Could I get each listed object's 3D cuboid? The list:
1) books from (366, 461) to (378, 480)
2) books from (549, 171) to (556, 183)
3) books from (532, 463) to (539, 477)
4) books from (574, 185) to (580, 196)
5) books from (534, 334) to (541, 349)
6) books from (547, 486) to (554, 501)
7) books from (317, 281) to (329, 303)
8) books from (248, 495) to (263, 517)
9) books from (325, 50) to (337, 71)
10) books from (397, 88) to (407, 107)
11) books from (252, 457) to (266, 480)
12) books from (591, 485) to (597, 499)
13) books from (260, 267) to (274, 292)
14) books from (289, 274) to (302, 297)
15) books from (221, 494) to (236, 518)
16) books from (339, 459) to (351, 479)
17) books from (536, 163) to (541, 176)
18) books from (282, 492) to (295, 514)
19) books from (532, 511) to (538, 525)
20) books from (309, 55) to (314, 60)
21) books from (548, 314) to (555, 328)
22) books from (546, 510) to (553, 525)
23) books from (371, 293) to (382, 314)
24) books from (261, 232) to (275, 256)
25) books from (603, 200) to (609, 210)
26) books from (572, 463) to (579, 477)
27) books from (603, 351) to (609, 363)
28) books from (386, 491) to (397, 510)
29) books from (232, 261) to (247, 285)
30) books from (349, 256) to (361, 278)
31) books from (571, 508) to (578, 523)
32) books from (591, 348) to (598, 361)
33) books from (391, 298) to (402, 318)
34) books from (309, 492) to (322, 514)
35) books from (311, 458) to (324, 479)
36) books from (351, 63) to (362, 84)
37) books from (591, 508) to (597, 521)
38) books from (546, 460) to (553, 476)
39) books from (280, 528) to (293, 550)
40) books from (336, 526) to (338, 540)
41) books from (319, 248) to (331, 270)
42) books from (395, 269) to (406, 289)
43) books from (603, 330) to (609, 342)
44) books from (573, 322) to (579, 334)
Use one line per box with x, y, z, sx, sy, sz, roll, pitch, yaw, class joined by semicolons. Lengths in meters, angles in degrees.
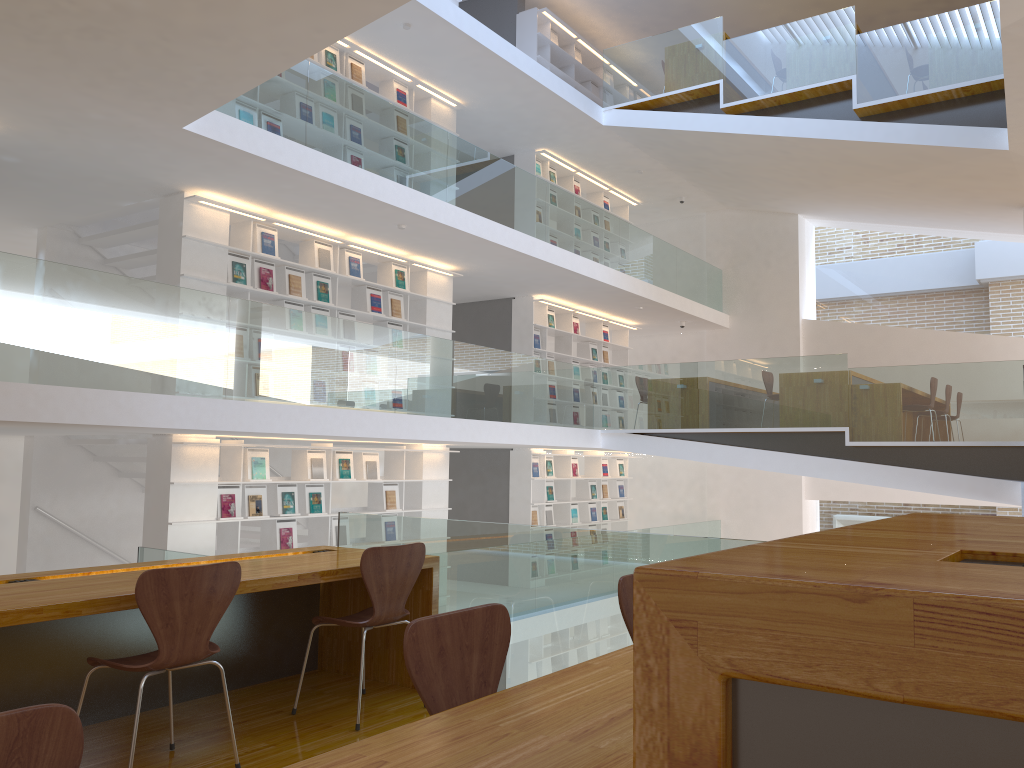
-1.458;0.908;9.223;0.037;0.210;0.145;-3;-6;34;books
0.579;-2.906;12.582;0.037;0.210;0.145;-3;-6;34;books
0.317;1.161;11.914;0.037;0.210;0.145;-3;-6;34;books
0.968;-2.834;13.145;0.037;0.210;0.145;-3;-6;34;books
0.337;-0.567;12.062;0.037;0.210;0.145;-3;-6;34;books
0.527;1.512;12.198;0.037;0.210;0.145;-3;-6;34;books
-1.864;-0.904;8.753;0.037;0.210;0.145;-3;-6;34;books
-2.309;1.108;7.986;0.037;0.210;0.145;-3;-6;34;books
-1.830;-3.256;8.969;0.037;0.210;0.145;-3;-6;34;books
-1.224;-3.161;9.848;0.037;0.210;0.145;-3;-6;34;books
-2.289;0.768;8.017;0.037;0.210;0.145;-3;-6;34;books
1.220;1.610;13.210;0.037;0.210;0.145;-3;-6;34;books
-2.263;-0.963;8.178;0.037;0.210;0.145;-3;-6;34;books
-2.067;-0.933;8.463;0.037;0.210;0.145;-3;-6;34;books
-2.474;1.067;7.731;0.037;0.210;0.145;-3;-6;34;books
-1.677;0.856;8.906;0.037;0.210;0.145;-3;-6;34;books
0.353;-2.943;12.253;0.037;0.210;0.145;-3;-6;34;books
-2.089;1.116;8.293;0.037;0.210;0.145;-3;-6;34;books
0.295;1.800;11.845;0.037;0.210;0.145;-3;-6;34;books
-2.008;-3.289;8.711;0.037;0.210;0.145;-3;-6;34;books
0.550;-0.865;12.399;0.037;0.210;0.145;-3;-6;34;books
0.514;1.841;12.156;0.037;0.210;0.145;-3;-6;34;books
-1.437;-0.844;9.379;0.037;0.210;0.145;-3;-6;34;books
-2.255;-1.292;8.207;0.037;0.210;0.145;-3;-6;34;books
1.481;-2.760;13.891;0.037;0.210;0.145;-3;-6;34;books
0.909;1.251;12.779;0.037;0.210;0.145;-3;-6;34;books
1.447;-0.405;13.680;0.037;0.210;0.145;-3;-6;34;books
-1.290;1.242;9.452;0.037;0.210;0.145;-3;-6;34;books
-2.437;-0.983;7.928;0.037;0.210;0.145;-3;-6;34;books
-1.618;-1.200;9.133;0.037;0.210;0.145;-3;-6;34;books
0.899;1.893;12.722;0.037;0.210;0.145;-3;-6;34;books
1.249;-0.434;13.393;0.037;0.210;0.145;-3;-6;34;books
-1.258;-0.816;9.639;0.037;0.210;0.145;-3;-6;34;books
-1.895;1.154;8.566;0.037;0.210;0.145;-3;-6;34;books
-1.887;0.826;8.601;0.037;0.210;0.145;-3;-6;34;books
-1.623;-3.233;9.270;0.037;0.210;0.145;-3;-6;34;books
1.217;1.945;13.178;0.037;0.210;0.145;-3;-6;34;books
0.516;1.158;12.212;0.037;0.210;0.145;-3;-6;34;books
-2.099;1.447;8.254;0.037;0.210;0.145;-3;-6;34;books
-1.694;1.520;8.835;0.037;0.210;0.145;-3;-6;34;books
-1.855;-1.232;8.788;0.037;0.210;0.145;-3;-6;34;books
-1.222;-1.140;9.708;0.037;0.210;0.145;-3;-6;34;books
1.452;-0.718;13.708;0.037;0.210;0.145;-3;-6;34;books
0.938;-0.793;12.962;0.037;0.210;0.145;-3;-6;34;books
